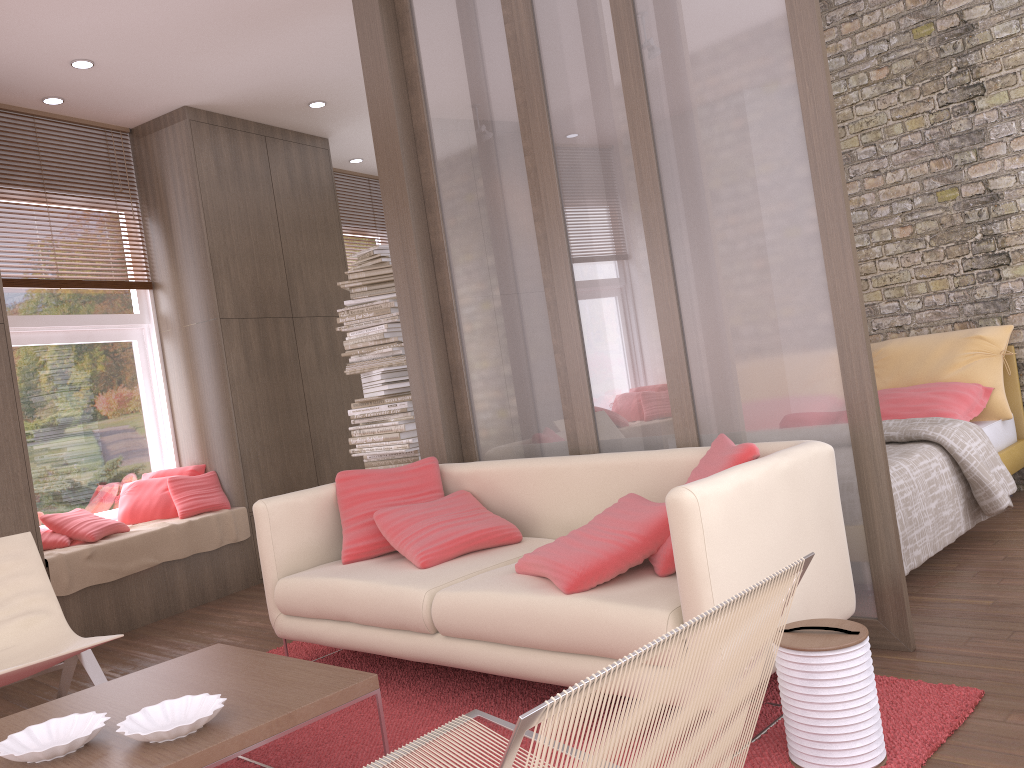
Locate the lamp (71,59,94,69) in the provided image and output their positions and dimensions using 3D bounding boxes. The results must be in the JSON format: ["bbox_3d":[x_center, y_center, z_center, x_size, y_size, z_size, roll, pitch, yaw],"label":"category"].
[{"bbox_3d":[-2.438,-1.815,5.033,0.119,0.010,0.119,-9,0,-21],"label":"lamp"}]

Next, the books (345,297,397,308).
[{"bbox_3d":[-0.843,-0.527,5.759,0.416,0.015,0.245,-9,0,24],"label":"books"}]

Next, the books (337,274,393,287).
[{"bbox_3d":[-0.891,-0.670,5.751,0.435,0.019,0.248,-9,0,4],"label":"books"}]

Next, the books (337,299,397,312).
[{"bbox_3d":[-0.886,-0.505,5.758,0.392,0.015,0.306,-9,0,24],"label":"books"}]

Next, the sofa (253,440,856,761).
[{"bbox_3d":[0.019,0.705,3.332,2.204,0.751,0.919,-8,0,44],"label":"sofa"}]

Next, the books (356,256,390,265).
[{"bbox_3d":[-0.850,-0.795,5.735,0.258,0.010,0.183,-9,0,29],"label":"books"}]

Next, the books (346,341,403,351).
[{"bbox_3d":[-0.845,-0.247,5.761,0.395,0.009,0.233,-9,0,19],"label":"books"}]

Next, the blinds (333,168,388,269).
[{"bbox_3d":[-1.539,-1.395,8.044,0.042,1.138,1.373,-8,0,31],"label":"blinds"}]

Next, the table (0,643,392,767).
[{"bbox_3d":[-0.917,1.035,2.305,0.850,0.378,0.850,-8,0,44],"label":"table"}]

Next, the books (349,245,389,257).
[{"bbox_3d":[-0.881,-0.860,5.742,0.313,0.014,0.204,-8,0,44],"label":"books"}]

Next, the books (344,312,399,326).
[{"bbox_3d":[-0.817,-0.423,5.746,0.434,0.019,0.324,-9,0,24],"label":"books"}]

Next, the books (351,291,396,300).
[{"bbox_3d":[-0.835,-0.567,5.730,0.351,0.010,0.284,-9,0,4],"label":"books"}]

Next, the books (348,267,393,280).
[{"bbox_3d":[-0.855,-0.706,5.734,0.351,0.036,0.275,-9,0,4],"label":"books"}]

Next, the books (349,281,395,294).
[{"bbox_3d":[-0.850,-0.625,5.767,0.371,0.036,0.211,-9,0,4],"label":"books"}]

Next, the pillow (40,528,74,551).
[{"bbox_3d":[-2.741,0.892,5.170,0.373,0.150,0.397,-9,0,-13],"label":"pillow"}]

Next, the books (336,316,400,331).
[{"bbox_3d":[-0.863,-0.394,5.761,0.470,0.022,0.306,-9,0,24],"label":"books"}]

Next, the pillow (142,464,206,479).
[{"bbox_3d":[-2.304,0.743,6.006,0.484,0.334,0.193,-9,0,-6],"label":"pillow"}]

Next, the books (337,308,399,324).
[{"bbox_3d":[-0.881,-0.442,5.759,0.401,0.035,0.315,-9,0,24],"label":"books"}]

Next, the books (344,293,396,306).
[{"bbox_3d":[-0.857,-0.545,5.741,0.404,0.026,0.266,-9,0,4],"label":"books"}]

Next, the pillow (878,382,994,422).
[{"bbox_3d":[2.264,0.152,5.109,0.834,0.261,0.540,-8,0,44],"label":"pillow"}]

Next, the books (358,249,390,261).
[{"bbox_3d":[-0.860,-0.831,5.733,0.193,0.029,0.260,-9,0,-31],"label":"books"}]

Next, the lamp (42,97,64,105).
[{"bbox_3d":[-2.843,-1.756,5.497,0.119,0.010,0.119,-9,0,-21],"label":"lamp"}]

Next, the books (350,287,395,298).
[{"bbox_3d":[-0.845,-0.588,5.767,0.371,0.036,0.211,-9,0,4],"label":"books"}]

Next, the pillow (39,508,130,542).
[{"bbox_3d":[-2.536,0.834,5.270,0.354,0.200,0.403,-9,0,8],"label":"pillow"}]

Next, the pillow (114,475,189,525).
[{"bbox_3d":[-2.373,0.763,5.843,0.485,0.279,0.270,-9,0,-10],"label":"pillow"}]

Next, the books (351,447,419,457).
[{"bbox_3d":[-0.700,0.413,5.702,0.542,0.016,0.423,-8,0,44],"label":"books"}]

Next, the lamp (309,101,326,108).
[{"bbox_3d":[-1.379,-1.980,6.283,0.119,0.010,0.119,-9,0,24],"label":"lamp"}]

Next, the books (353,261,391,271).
[{"bbox_3d":[-0.857,-0.751,5.735,0.272,0.023,0.201,-9,0,24],"label":"books"}]

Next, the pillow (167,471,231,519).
[{"bbox_3d":[-2.072,0.728,5.860,0.357,0.278,0.264,-9,0,-38],"label":"pillow"}]

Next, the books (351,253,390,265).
[{"bbox_3d":[-0.868,-0.806,5.739,0.303,0.015,0.202,-8,0,44],"label":"books"}]

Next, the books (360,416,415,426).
[{"bbox_3d":[-0.694,0.218,5.738,0.542,0.020,0.320,-8,0,44],"label":"books"}]

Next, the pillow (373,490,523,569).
[{"bbox_3d":[-0.275,0.596,3.682,0.507,0.224,0.467,-9,0,-34],"label":"pillow"}]

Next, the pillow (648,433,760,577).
[{"bbox_3d":[0.596,0.383,2.900,0.379,0.377,0.498,-9,0,3],"label":"pillow"}]

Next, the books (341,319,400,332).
[{"bbox_3d":[-0.837,-0.379,5.724,0.416,0.012,0.324,-9,0,24],"label":"books"}]

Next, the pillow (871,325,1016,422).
[{"bbox_3d":[2.490,-0.016,5.365,1.021,0.557,0.366,-8,0,44],"label":"pillow"}]

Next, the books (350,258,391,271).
[{"bbox_3d":[-0.871,-0.774,5.749,0.327,0.023,0.198,-8,0,44],"label":"books"}]

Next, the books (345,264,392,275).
[{"bbox_3d":[-0.866,-0.731,5.729,0.366,0.012,0.287,-9,0,4],"label":"books"}]

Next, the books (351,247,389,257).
[{"bbox_3d":[-0.870,-0.849,5.725,0.277,0.008,0.216,-8,0,44],"label":"books"}]

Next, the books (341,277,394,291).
[{"bbox_3d":[-0.876,-0.651,5.744,0.412,0.019,0.259,-9,0,4],"label":"books"}]

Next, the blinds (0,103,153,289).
[{"bbox_3d":[-2.950,-1.172,5.624,0.042,1.138,1.373,-8,0,31],"label":"blinds"}]

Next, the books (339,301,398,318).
[{"bbox_3d":[-0.862,-0.482,5.770,0.416,0.035,0.323,-9,0,24],"label":"books"}]

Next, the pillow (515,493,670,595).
[{"bbox_3d":[0.292,0.513,2.902,0.467,0.224,0.507,-9,0,-19],"label":"pillow"}]

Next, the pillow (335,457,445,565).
[{"bbox_3d":[-0.528,0.549,3.915,0.498,0.377,0.379,-9,0,-12],"label":"pillow"}]

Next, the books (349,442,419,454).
[{"bbox_3d":[-0.715,0.391,5.758,0.612,0.028,0.399,-8,0,44],"label":"books"}]
